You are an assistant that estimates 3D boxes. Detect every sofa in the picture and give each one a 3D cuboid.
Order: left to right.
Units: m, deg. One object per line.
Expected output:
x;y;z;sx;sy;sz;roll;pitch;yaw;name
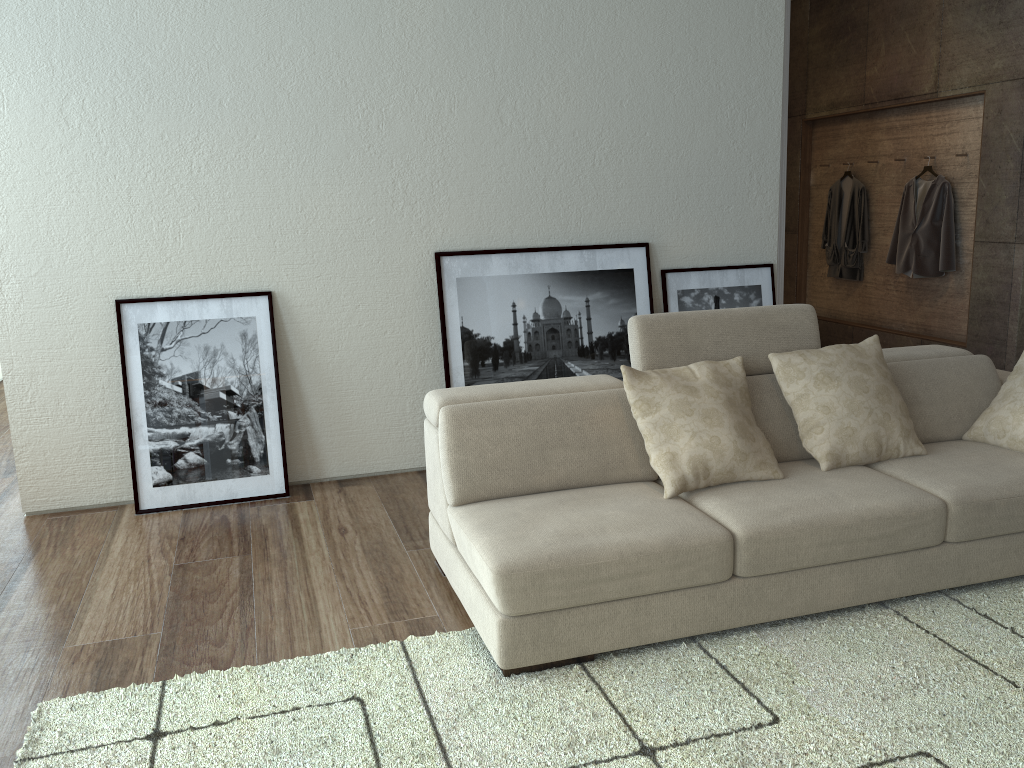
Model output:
1.031;0.217;3.292;2.581;0.950;1.021;-5;12;-16;sofa

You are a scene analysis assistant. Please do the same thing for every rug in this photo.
1.111;1.010;1.733;4.231;0.020;2.972;-5;12;-16;rug

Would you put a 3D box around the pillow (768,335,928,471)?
1.266;0.065;3.350;0.534;0.439;0.301;-6;12;-20;pillow

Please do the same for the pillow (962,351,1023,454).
2.063;0.065;3.345;0.395;0.393;0.518;-6;12;-20;pillow

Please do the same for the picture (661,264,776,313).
1.195;-0.159;4.989;0.700;0.988;0.195;-5;12;-16;picture

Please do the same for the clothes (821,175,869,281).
2.723;-1.283;7.296;0.141;0.855;0.569;-5;12;-16;clothes

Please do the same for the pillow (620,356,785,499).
0.673;0.132;3.165;0.519;0.416;0.368;-6;12;-21;pillow

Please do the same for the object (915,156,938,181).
2.982;-1.521;6.361;0.010;0.219;0.430;-5;12;-16;object

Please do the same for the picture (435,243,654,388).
0.221;-0.142;4.675;1.183;1.140;0.225;-5;12;-16;picture

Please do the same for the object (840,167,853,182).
2.729;-1.688;7.211;0.010;0.219;0.430;-5;12;-16;object

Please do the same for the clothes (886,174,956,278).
2.976;-1.142;6.445;0.173;0.735;0.700;-5;12;-18;clothes

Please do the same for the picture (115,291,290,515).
-1.458;0.080;4.211;0.700;0.988;0.195;-5;12;-16;picture
